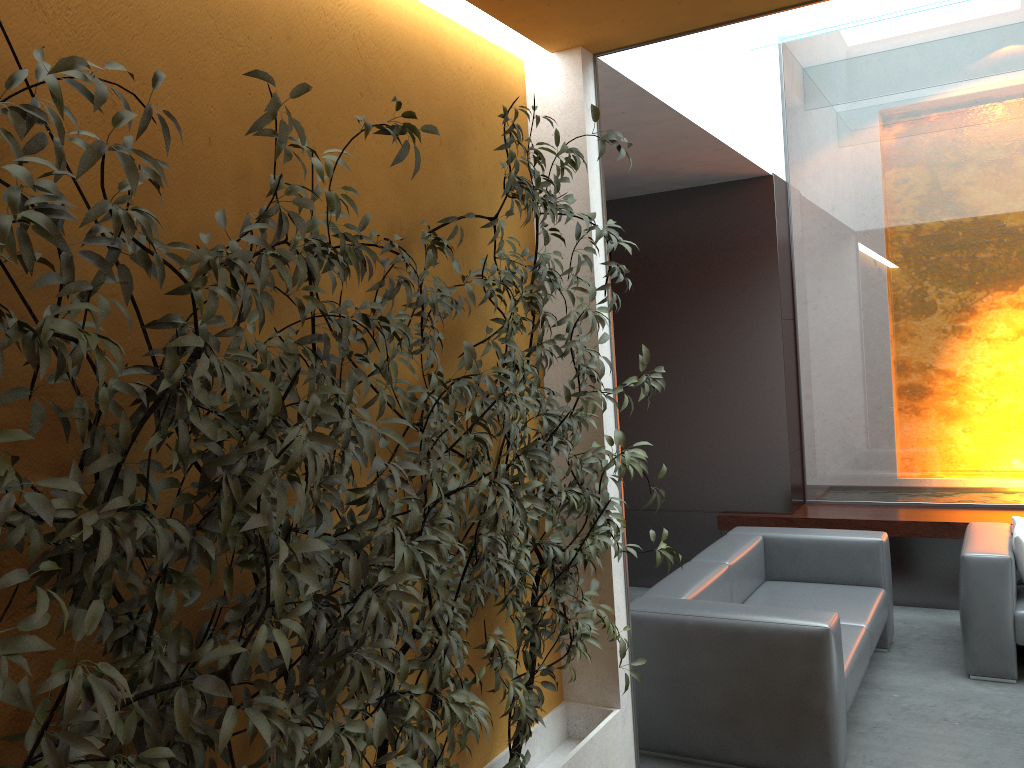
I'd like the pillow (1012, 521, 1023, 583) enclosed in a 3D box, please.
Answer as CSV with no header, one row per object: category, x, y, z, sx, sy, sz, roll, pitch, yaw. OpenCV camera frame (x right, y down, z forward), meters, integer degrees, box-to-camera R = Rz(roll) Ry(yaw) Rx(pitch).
pillow,2.777,0.940,4.726,0.186,0.358,0.376,-3,1,28

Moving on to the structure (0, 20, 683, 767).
structure,-0.344,0.244,2.132,0.622,2.483,3.166,-3,1,28

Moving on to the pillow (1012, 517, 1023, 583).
pillow,2.995,0.922,4.912,0.376,0.361,0.169,-3,1,27

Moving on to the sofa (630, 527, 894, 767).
sofa,1.376,1.253,4.634,0.943,0.652,2.025,-3,1,29

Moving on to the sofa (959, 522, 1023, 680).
sofa,3.757,1.110,4.337,2.781,0.652,0.943,-3,1,29

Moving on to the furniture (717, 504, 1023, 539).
furniture,4.251,0.860,5.233,6.000,0.109,0.600,-3,1,29
